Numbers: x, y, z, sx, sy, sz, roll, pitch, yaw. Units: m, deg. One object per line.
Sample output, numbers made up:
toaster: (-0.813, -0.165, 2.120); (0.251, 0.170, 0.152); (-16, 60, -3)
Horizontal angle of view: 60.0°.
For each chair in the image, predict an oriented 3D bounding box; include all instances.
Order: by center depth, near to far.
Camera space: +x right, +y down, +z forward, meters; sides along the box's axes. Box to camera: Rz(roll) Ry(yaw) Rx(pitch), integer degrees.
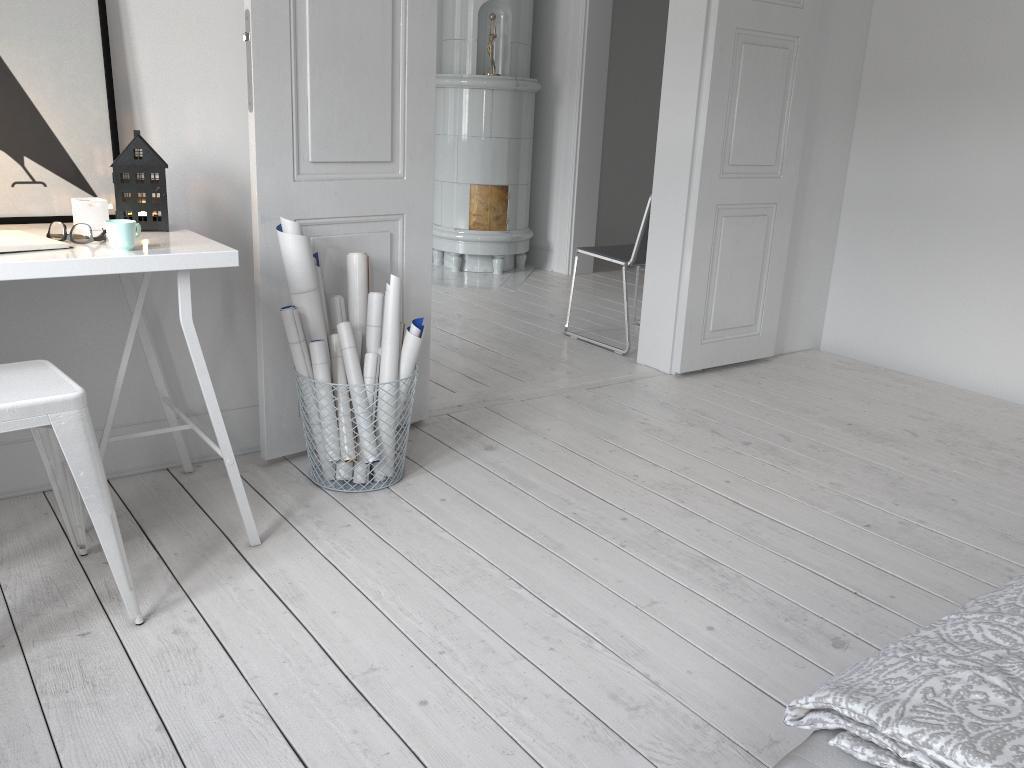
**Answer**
chair: (-1.080, 0.253, 1.884); (0.407, 0.527, 0.410); (-12, 22, -40)
chair: (0.656, -0.619, 4.570); (0.562, 0.797, 0.525); (-9, 21, -35)

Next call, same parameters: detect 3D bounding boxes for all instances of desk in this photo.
desk: (-1.273, 0.052, 2.090); (1.163, 0.775, 0.641); (-9, 21, -35)

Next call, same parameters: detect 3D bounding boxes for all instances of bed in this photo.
bed: (1.458, 0.464, 0.508); (1.889, 1.167, 2.178); (-9, 21, -35)

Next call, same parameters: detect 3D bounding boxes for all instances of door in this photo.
door: (-0.501, -0.930, 2.698); (0.034, 2.324, 0.678); (18, 23, 42)
door: (1.067, -1.208, 3.863); (0.666, 2.324, 0.034); (-9, 21, -35)

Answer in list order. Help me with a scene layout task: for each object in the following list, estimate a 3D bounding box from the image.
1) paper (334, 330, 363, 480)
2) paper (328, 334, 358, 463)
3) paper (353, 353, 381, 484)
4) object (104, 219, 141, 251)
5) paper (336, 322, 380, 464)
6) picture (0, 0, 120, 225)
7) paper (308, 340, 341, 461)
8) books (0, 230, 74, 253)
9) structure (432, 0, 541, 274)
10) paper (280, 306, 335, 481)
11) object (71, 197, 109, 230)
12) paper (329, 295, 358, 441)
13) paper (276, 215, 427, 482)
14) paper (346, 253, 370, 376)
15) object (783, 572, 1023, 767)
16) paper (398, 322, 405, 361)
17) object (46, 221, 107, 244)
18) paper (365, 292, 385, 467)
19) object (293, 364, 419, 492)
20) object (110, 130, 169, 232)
paper: (-0.502, 0.062, 2.722); (0.054, 0.431, 0.253); (2, 17, -1)
paper: (-0.513, 0.042, 2.688); (0.047, 0.358, 0.240); (-4, 18, -22)
paper: (-0.447, 0.095, 2.736); (0.078, 0.389, 0.234); (1, 17, -6)
object: (-0.858, -0.329, 1.969); (0.082, 0.065, 0.064); (-10, 21, -36)
paper: (-0.465, 0.026, 2.683); (0.049, 0.402, 0.244); (-8, 20, -33)
picture: (-1.258, -0.713, 2.223); (0.493, 0.614, 0.062); (-9, 21, -35)
paper: (-0.554, 0.050, 2.639); (0.129, 0.360, 0.047); (17, 22, 40)
books: (-1.172, -0.305, 1.897); (0.291, 0.029, 0.358); (16, 21, 37)
structure: (-0.182, -2.187, 6.240); (0.788, 2.740, 0.788); (15, 20, 34)
paper: (-0.599, 0.033, 2.649); (0.166, 0.546, 0.046); (-1, 17, -13)
object: (-1.073, -0.434, 2.259); (0.065, 0.073, 0.078); (-11, 22, -39)
paper: (-0.521, -0.001, 2.790); (0.047, 0.541, 0.201); (-8, 20, -32)
paper: (-0.485, -0.106, 2.703); (0.431, 0.793, 0.181); (5, 17, 6)
paper: (-0.486, -0.081, 2.835); (0.073, 0.668, 0.181); (-2, 17, -14)
object: (0.968, 0.264, 1.166); (1.460, 0.104, 0.405); (-10, 21, -35)
paper: (-0.390, 0.029, 2.834); (0.057, 0.464, 0.123); (11, 18, 24)
object: (-0.991, -0.354, 2.061); (0.114, 0.047, 0.133); (17, 22, 39)
paper: (-0.439, -0.012, 2.799); (0.060, 0.553, 0.153); (5, 17, 8)
object: (-0.480, 0.115, 2.744); (0.375, 0.350, 0.374); (-9, 20, -33)
object: (-0.949, -0.521, 2.267); (0.135, 0.248, 0.135); (-4, 18, -20)
